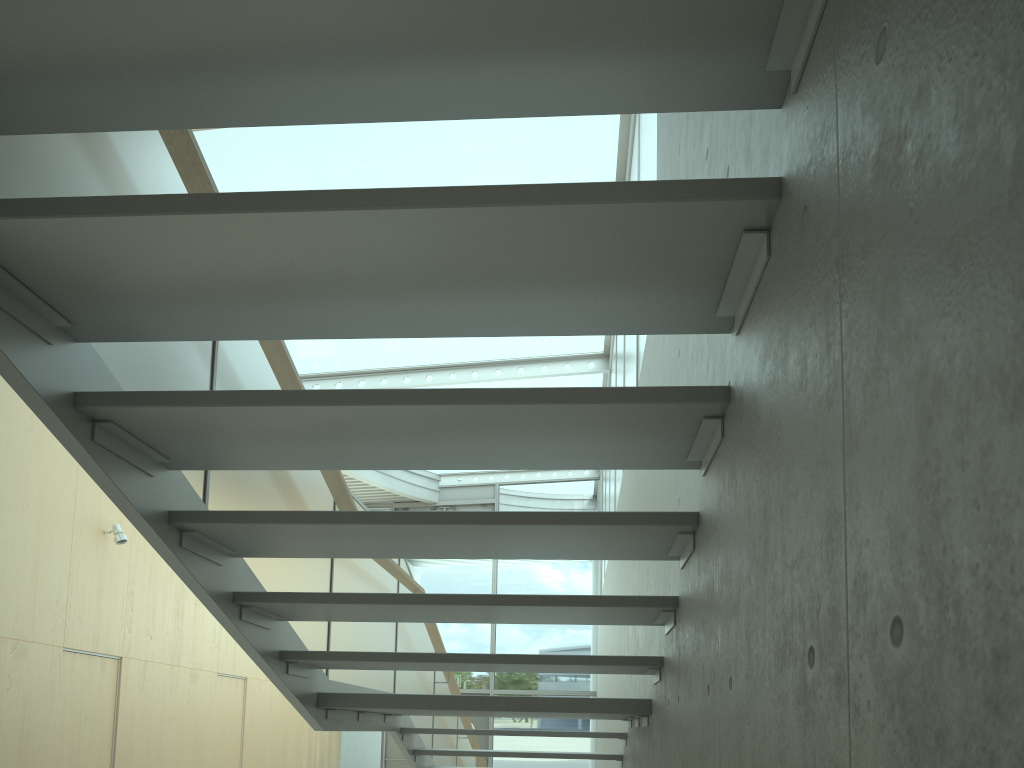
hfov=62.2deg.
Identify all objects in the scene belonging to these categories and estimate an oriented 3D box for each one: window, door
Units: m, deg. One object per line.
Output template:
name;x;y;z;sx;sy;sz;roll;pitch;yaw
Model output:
window;1.212;0.773;10.287;0.030;2.611;16.663;1;-22;5
door;-1.385;6.732;15.646;1.922;2.027;0.181;0;-7;5
window;-0.762;4.786;15.830;4.857;6.047;0.114;0;-6;5
window;-0.992;2.288;10.288;4.784;5.964;16.848;0;-20;5

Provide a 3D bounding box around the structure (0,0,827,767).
structure;-0.094;1.290;4.212;1.886;4.005;13.426;1;-21;5

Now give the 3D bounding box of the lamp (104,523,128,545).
lamp;-3.648;1.376;7.804;0.233;0.188;0.147;6;-13;-14
